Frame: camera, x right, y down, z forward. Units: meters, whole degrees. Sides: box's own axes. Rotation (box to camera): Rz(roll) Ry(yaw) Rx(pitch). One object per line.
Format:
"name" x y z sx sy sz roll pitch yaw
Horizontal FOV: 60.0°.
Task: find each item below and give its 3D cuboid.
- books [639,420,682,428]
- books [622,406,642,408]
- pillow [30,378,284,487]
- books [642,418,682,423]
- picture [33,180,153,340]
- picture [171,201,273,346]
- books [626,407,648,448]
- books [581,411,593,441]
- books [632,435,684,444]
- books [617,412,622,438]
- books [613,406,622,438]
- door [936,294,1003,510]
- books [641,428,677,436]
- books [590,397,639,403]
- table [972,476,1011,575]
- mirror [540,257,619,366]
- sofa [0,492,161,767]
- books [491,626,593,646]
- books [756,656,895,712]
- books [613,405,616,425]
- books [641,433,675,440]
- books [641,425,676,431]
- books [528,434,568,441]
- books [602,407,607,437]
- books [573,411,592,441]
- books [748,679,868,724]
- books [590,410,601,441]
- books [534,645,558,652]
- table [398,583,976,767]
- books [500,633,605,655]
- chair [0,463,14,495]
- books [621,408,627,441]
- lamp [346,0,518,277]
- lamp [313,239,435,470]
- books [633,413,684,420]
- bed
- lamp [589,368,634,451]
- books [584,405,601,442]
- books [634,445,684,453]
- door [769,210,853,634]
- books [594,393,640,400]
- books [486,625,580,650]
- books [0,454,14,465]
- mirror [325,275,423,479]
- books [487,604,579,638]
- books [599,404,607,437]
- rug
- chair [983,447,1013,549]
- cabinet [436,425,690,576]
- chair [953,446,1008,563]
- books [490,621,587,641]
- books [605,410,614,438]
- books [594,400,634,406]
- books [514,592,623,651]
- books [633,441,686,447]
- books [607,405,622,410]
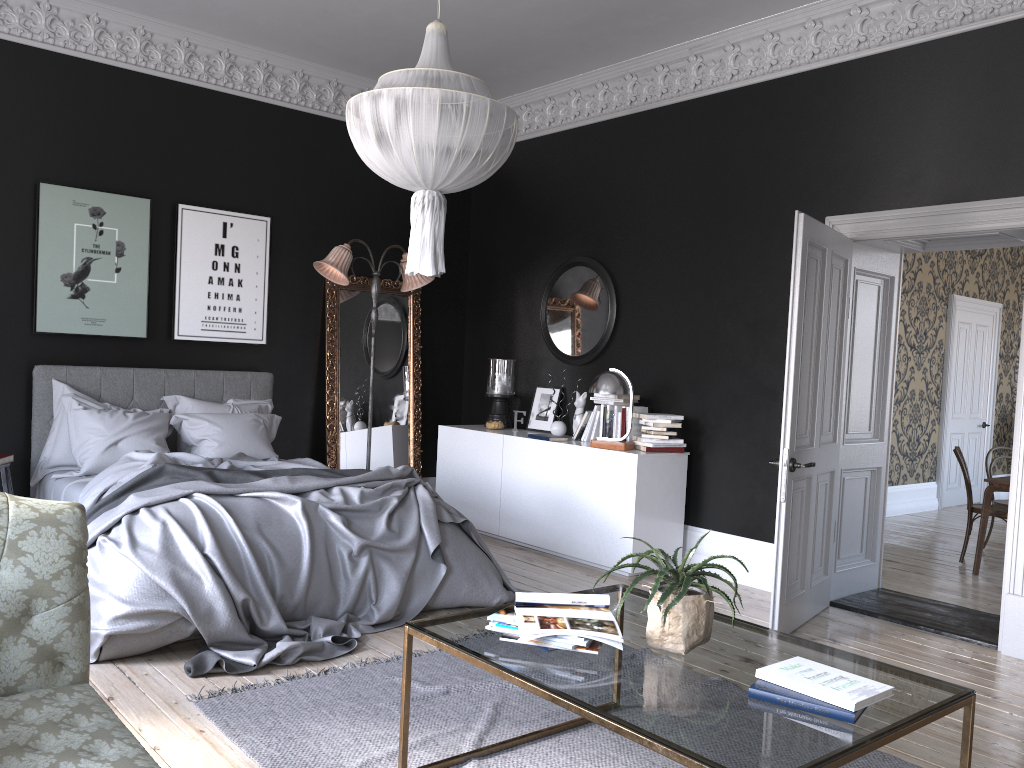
"books" 1.096 0.293 6.553 0.220 0.030 0.306 3 1 -10
"books" 0.924 0.325 6.805 0.221 0.307 0.030 1 3 -40
"pillow" -2.487 0.363 6.525 1.830 0.760 0.679 2 2 -40
"books" 1.111 0.267 6.568 0.220 0.024 0.307 3 1 25
"picture" -3.064 -0.887 6.514 0.792 1.079 0.014 1 3 -40
"picture" -2.322 -0.865 7.139 0.792 1.079 0.014 1 3 -40
"books" 0.952 0.328 6.728 0.220 0.308 0.050 1 3 -40
"books" 0.667 0.337 7.069 0.195 0.245 0.132 1 3 -40
"books" 1.076 0.411 6.556 0.318 0.031 0.229 3 1 -10
"books" 0.884 0.347 6.812 0.195 0.259 0.026 1 3 -40
"books" 0.866 0.322 6.831 0.220 0.307 0.024 1 3 -40
"door" 5.610 0.235 10.850 1.395 2.544 0.136 1 3 -40
"books" 1.085 0.352 6.571 0.193 0.030 0.289 3 1 -9
"books" 0.798 0.122 6.915 0.307 0.024 0.220 4 2 40
"table" 4.574 1.155 7.174 1.796 0.755 0.850 2 2 -40
"mirror" 0.549 -0.620 7.549 0.061 0.925 0.923 1 3 -40
"sofa" -1.241 0.824 1.541 1.606 1.161 2.810 1 2 -39
"books" 0.127 0.797 2.914 0.318 0.011 0.252 3 1 22
"books" 0.894 0.854 2.541 0.220 0.024 0.307 2 2 -40
"books" 0.870 0.321 6.870 0.221 0.307 0.030 1 3 -40
"books" 1.082 0.382 6.563 0.203 0.029 0.268 3 1 20
"books" 1.087 0.323 6.555 0.193 0.030 0.289 3 1 24
"books" 0.286 0.425 7.050 0.193 0.030 0.289 2 2 -34
"books" 0.779 0.324 6.898 0.193 0.290 0.030 1 3 -40
"books" 0.618 0.333 7.081 0.203 0.246 0.158 1 3 -40
"books" 0.840 0.880 2.503 0.289 0.030 0.193 4 2 34
"books" 0.720 0.335 7.007 0.195 0.256 0.091 1 3 -40
"books" 0.102 0.833 2.947 0.162 0.023 0.231 2 2 -40
"table" 0.497 1.148 2.873 1.093 0.558 1.447 1 2 -40
"books" 0.149 0.820 2.899 0.318 0.011 0.252 3 1 17
"chair" -3.442 0.839 5.665 0.613 0.673 0.613 3 2 4
"books" 0.926 0.332 6.763 0.235 0.295 0.038 1 3 -40
"lamp" -0.348 -1.513 4.043 0.782 2.050 0.783 3 2 3
"lamp" -1.170 0.031 7.381 0.986 2.413 0.772 3 2 -7
"books" 1.077 0.239 6.546 0.306 0.030 0.220 2 1 -20
"bed" -1.827 0.603 5.647 3.281 1.299 2.765 4 2 38
"lamp" 0.730 0.179 6.533 0.340 0.591 0.328 4 3 30
"books" 0.698 0.313 7.030 0.220 0.296 0.126 1 3 -40
"books" 1.081 0.473 6.522 0.295 0.038 0.234 3 1 -13
"door" 1.823 0.249 5.290 0.216 2.376 1.098 5 3 37
"books" 0.819 0.095 6.933 0.220 0.030 0.306 2 2 -30
"books" 0.115 0.807 2.925 0.318 0.011 0.252 4 2 31
"books" -3.415 0.482 5.657 0.346 0.045 0.275 3 1 -10
"mirror" -1.232 0.128 8.033 0.991 2.194 0.254 1 3 -40
"books" 0.118 0.775 2.938 0.318 0.011 0.252 4 2 26
"books" 0.779 0.314 6.977 0.221 0.307 0.030 1 3 -40
"rug" 0.570 1.415 3.018 2.106 0.050 3.641 2 2 -39
"chair" 4.462 1.038 7.828 0.439 0.924 0.550 3 2 -3
"cabinet" 0.303 0.877 7.292 0.570 0.883 2.394 1 2 -40
"chair" 3.950 1.012 7.382 0.540 0.950 0.420 4 3 30
"books" 0.121 0.786 2.932 0.318 0.011 0.252 3 1 22
"books" 0.801 0.338 6.847 0.204 0.270 0.029 1 3 -40
"books" 0.793 0.147 6.922 0.195 0.026 0.258 2 2 -30
"books" 0.176 0.766 2.882 0.322 0.109 0.272 3 2 -5
"books" 1.085 0.441 6.531 0.319 0.025 0.228 2 2 -30
"books" 0.815 0.318 6.891 0.220 0.307 0.024 1 3 -40
